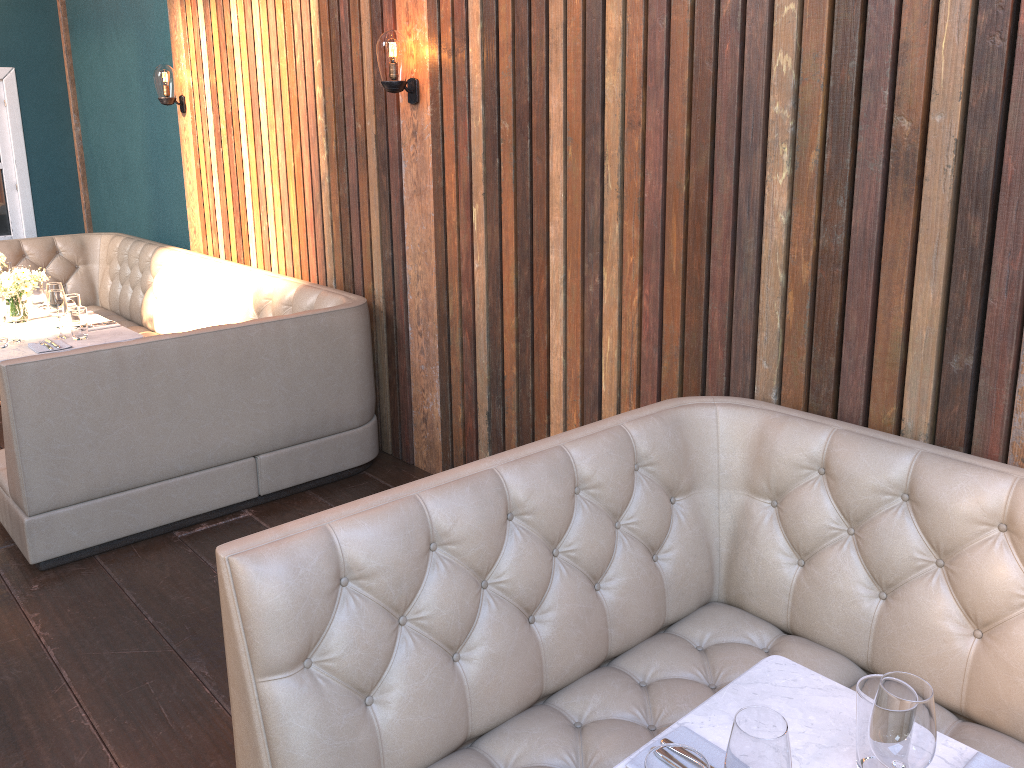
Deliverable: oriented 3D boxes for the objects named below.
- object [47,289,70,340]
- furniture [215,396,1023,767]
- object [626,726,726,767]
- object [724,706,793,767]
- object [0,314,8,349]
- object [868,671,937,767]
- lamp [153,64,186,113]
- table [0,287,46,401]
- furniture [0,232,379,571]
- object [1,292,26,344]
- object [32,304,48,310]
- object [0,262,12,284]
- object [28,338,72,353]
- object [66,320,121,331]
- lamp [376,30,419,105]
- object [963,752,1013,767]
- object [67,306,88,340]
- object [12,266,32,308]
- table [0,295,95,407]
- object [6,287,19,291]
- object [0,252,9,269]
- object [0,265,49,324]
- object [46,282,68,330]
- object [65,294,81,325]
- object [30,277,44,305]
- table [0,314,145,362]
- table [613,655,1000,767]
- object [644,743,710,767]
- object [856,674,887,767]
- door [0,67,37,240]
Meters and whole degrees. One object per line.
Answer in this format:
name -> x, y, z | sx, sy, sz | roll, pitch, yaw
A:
object -> -2.272, -0.349, 4.434 | 0.092, 0.241, 0.093 | 1, 14, 7
furniture -> 1.366, 1.015, 0.967 | 1.722, 0.846, 4.195 | -14, 21, -39
object -> 0.323, 0.636, 1.416 | 0.158, 0.018, 0.257 | -14, 21, -38
object -> 0.340, 0.576, 1.229 | 0.092, 0.241, 0.093 | 1, 14, 7
object -> -2.480, -0.252, 4.267 | 0.092, 0.156, 0.093 | 9, 17, 34
object -> 0.570, 0.551, 1.301 | 0.092, 0.241, 0.093 | 1, 14, 7
lamp -> -2.313, -1.990, 5.959 | 0.179, 0.315, 0.147 | -13, 18, -39
table -> -3.470, -0.267, 5.787 | 0.804, 0.662, 0.805 | -14, 20, -40
furniture -> -2.590, -0.267, 5.425 | 1.722, 0.846, 4.195 | -14, 21, -39
object -> -2.457, -0.324, 4.361 | 0.092, 0.241, 0.093 | 1, 14, 7
object -> -2.710, -0.467, 5.233 | 0.257, 0.018, 0.159 | -15, 21, -39
object -> -3.376, -0.727, 5.895 | 0.092, 0.156, 0.093 | 9, 17, 34
object -> -2.252, -0.193, 4.299 | 0.158, 0.018, 0.257 | -14, 21, -38
object -> -2.218, -0.307, 4.679 | 0.257, 0.018, 0.159 | -15, 21, -39
lamp -> -0.513, -1.406, 3.931 | 0.179, 0.315, 0.147 | -13, 18, -39
object -> 0.736, 0.652, 1.344 | 0.257, 0.018, 0.159 | -15, 21, -39
object -> -2.165, -0.302, 4.420 | 0.092, 0.156, 0.093 | 9, 17, 34
object -> -2.876, -0.567, 5.190 | 0.092, 0.241, 0.093 | 1, 14, 7
table -> -2.936, -0.094, 5.184 | 0.804, 0.662, 0.806 | -13, 20, -39
object -> -3.234, -0.637, 5.824 | 0.257, 0.018, 0.159 | -15, 21, -39
object -> -3.273, -0.669, 5.437 | 0.329, 0.305, 0.341 | 3, 16, 14
object -> -2.717, -0.495, 4.832 | 0.336, 0.305, 0.334 | 0, 15, 1
object -> -2.385, -0.408, 4.636 | 0.092, 0.241, 0.093 | 1, 14, 7
object -> -2.360, -0.398, 4.750 | 0.092, 0.156, 0.093 | 9, 17, 34
object -> -2.852, -0.557, 5.304 | 0.092, 0.156, 0.093 | 9, 17, 34
table -> -2.402, 0.079, 4.582 | 0.805, 0.662, 0.805 | -14, 20, -40
table -> 0.500, 1.020, 1.312 | 0.805, 0.662, 0.805 | -14, 20, -40
object -> 0.234, 0.612, 1.262 | 0.092, 0.156, 0.093 | 9, 17, 34
object -> 0.594, 0.561, 1.415 | 0.092, 0.156, 0.093 | 9, 17, 34
door -> -7.439, -0.885, 5.392 | 8.233, 2.176, 0.175 | -15, 19, -39
